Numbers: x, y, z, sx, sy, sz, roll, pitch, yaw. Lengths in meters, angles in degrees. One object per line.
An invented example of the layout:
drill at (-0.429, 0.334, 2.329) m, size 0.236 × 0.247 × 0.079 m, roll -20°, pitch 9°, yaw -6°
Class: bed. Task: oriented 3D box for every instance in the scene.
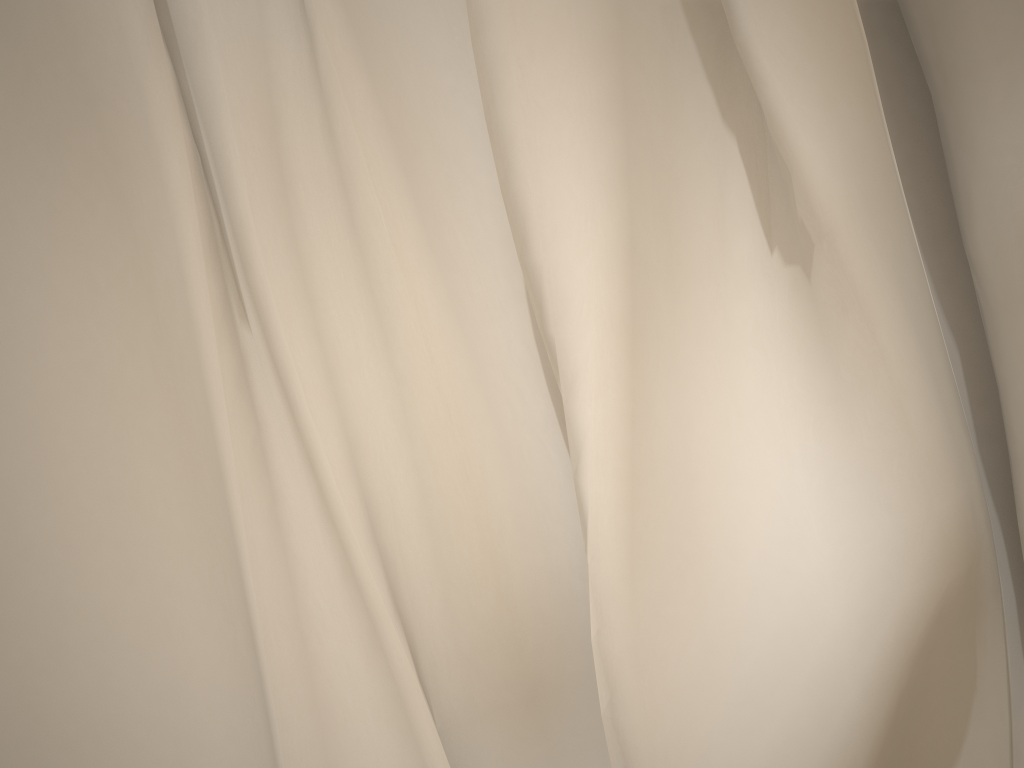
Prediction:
bed at (-0.136, 0.495, 0.647) m, size 2.535 × 0.570 × 2.599 m, roll -15°, pitch 90°, yaw 0°

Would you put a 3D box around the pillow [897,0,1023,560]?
pillow at (0.588, 0.259, 0.322) m, size 0.561 × 0.339 × 1.720 m, roll -15°, pitch 90°, yaw 0°
